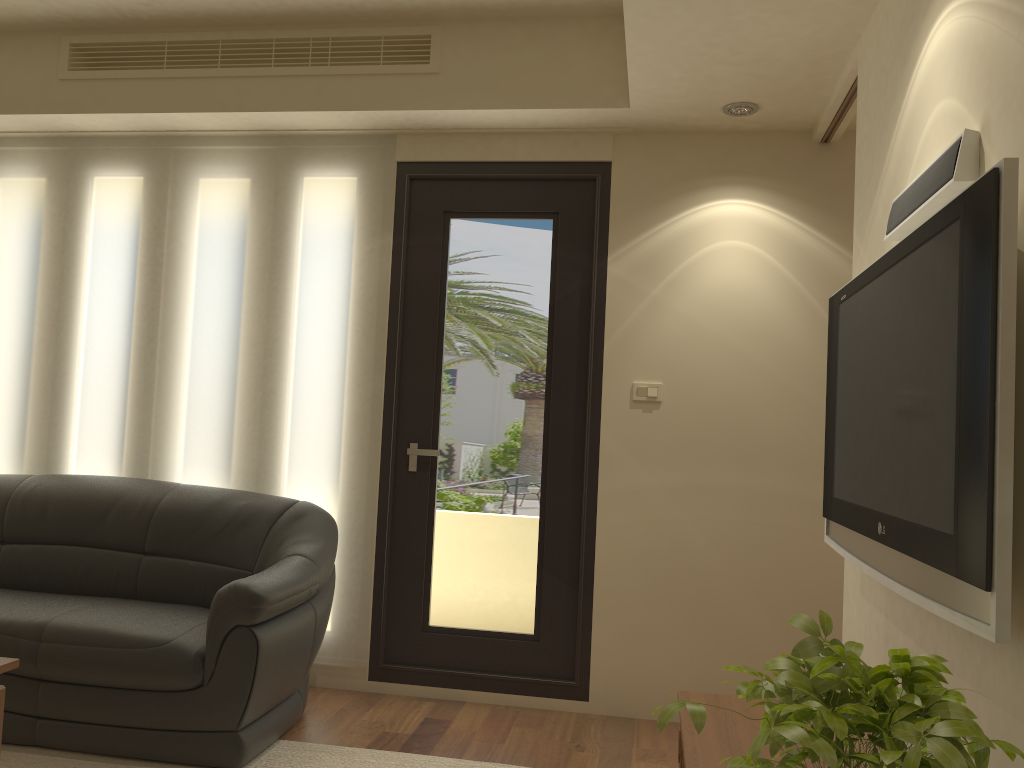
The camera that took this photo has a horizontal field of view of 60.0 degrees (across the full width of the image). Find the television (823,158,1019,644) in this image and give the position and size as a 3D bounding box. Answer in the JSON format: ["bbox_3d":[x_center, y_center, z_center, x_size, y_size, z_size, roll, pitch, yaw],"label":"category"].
[{"bbox_3d":[0.912,0.073,2.055,0.110,0.778,1.377,2,-3,9],"label":"television"}]

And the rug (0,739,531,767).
[{"bbox_3d":[-1.740,1.259,2.279,3.592,0.011,2.482,2,-3,9],"label":"rug"}]

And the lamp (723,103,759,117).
[{"bbox_3d":[0.949,-1.157,3.677,0.143,0.059,0.143,2,-3,15],"label":"lamp"}]

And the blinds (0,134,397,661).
[{"bbox_3d":[-1.997,-0.014,4.340,2.830,2.453,0.002,2,-3,9],"label":"blinds"}]

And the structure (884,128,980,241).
[{"bbox_3d":[0.976,-0.453,2.095,0.048,0.111,0.559,2,-3,9],"label":"structure"}]

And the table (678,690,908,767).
[{"bbox_3d":[0.656,1.114,2.023,0.538,0.493,1.009,2,-3,9],"label":"table"}]

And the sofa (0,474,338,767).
[{"bbox_3d":[-1.938,0.858,3.684,2.337,0.918,0.944,2,-3,9],"label":"sofa"}]

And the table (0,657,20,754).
[{"bbox_3d":[-2.120,0.995,2.179,1.213,0.482,1.045,2,-3,9],"label":"table"}]

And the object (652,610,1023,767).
[{"bbox_3d":[0.509,0.832,1.282,0.565,0.957,0.528,5,-4,-38],"label":"object"}]

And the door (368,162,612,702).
[{"bbox_3d":[-0.096,0.174,4.086,1.011,2.420,0.118,2,-3,9],"label":"door"}]
